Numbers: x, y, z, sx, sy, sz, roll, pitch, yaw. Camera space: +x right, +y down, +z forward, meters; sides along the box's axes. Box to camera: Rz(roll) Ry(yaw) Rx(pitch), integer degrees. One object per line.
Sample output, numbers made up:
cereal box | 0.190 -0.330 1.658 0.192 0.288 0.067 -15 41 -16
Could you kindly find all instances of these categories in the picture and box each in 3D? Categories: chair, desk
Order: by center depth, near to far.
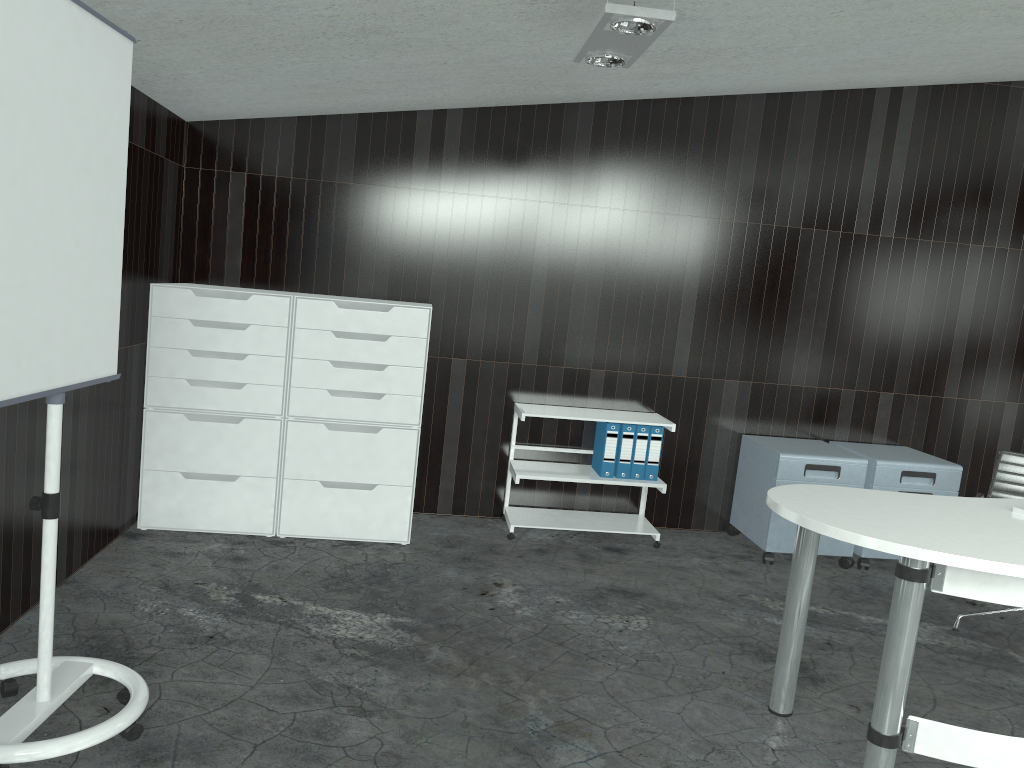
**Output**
desk | 1.541 0.869 2.614 1.600 0.818 0.910 4 7 -11
chair | 2.264 0.791 3.817 0.560 0.825 0.587 10 8 33

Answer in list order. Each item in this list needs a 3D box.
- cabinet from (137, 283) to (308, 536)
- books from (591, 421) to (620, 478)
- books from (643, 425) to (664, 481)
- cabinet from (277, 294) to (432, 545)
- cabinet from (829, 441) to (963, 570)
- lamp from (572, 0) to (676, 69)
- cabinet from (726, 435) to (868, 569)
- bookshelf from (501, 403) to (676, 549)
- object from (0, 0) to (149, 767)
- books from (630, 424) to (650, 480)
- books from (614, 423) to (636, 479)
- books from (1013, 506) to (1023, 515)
cabinet | -1.424 0.118 4.447 0.639 1.292 0.587 5 7 -6
books | 0.501 0.371 4.757 0.072 0.320 0.262 5 7 -6
books | 0.735 0.391 4.782 0.072 0.320 0.262 5 7 -6
cabinet | -0.782 0.173 4.514 0.639 1.292 0.587 5 7 -6
cabinet | 2.039 0.736 4.851 0.502 0.648 0.598 5 7 -7
lamp | 0.519 -2.997 2.675 0.212 3.595 0.600 5 7 -6
cabinet | 1.529 0.693 4.797 0.502 0.648 0.598 5 7 -7
bookshelf | 0.395 0.538 4.761 0.817 0.739 0.403 5 7 -6
object | -1.171 0.003 2.253 0.560 2.091 0.553 -1 9 -42
books | 0.661 0.385 4.774 0.072 0.320 0.262 5 7 -6
books | 0.586 0.378 4.766 0.072 0.320 0.262 5 7 -6
books | 1.705 0.458 2.653 0.210 0.021 0.297 3 7 -23
